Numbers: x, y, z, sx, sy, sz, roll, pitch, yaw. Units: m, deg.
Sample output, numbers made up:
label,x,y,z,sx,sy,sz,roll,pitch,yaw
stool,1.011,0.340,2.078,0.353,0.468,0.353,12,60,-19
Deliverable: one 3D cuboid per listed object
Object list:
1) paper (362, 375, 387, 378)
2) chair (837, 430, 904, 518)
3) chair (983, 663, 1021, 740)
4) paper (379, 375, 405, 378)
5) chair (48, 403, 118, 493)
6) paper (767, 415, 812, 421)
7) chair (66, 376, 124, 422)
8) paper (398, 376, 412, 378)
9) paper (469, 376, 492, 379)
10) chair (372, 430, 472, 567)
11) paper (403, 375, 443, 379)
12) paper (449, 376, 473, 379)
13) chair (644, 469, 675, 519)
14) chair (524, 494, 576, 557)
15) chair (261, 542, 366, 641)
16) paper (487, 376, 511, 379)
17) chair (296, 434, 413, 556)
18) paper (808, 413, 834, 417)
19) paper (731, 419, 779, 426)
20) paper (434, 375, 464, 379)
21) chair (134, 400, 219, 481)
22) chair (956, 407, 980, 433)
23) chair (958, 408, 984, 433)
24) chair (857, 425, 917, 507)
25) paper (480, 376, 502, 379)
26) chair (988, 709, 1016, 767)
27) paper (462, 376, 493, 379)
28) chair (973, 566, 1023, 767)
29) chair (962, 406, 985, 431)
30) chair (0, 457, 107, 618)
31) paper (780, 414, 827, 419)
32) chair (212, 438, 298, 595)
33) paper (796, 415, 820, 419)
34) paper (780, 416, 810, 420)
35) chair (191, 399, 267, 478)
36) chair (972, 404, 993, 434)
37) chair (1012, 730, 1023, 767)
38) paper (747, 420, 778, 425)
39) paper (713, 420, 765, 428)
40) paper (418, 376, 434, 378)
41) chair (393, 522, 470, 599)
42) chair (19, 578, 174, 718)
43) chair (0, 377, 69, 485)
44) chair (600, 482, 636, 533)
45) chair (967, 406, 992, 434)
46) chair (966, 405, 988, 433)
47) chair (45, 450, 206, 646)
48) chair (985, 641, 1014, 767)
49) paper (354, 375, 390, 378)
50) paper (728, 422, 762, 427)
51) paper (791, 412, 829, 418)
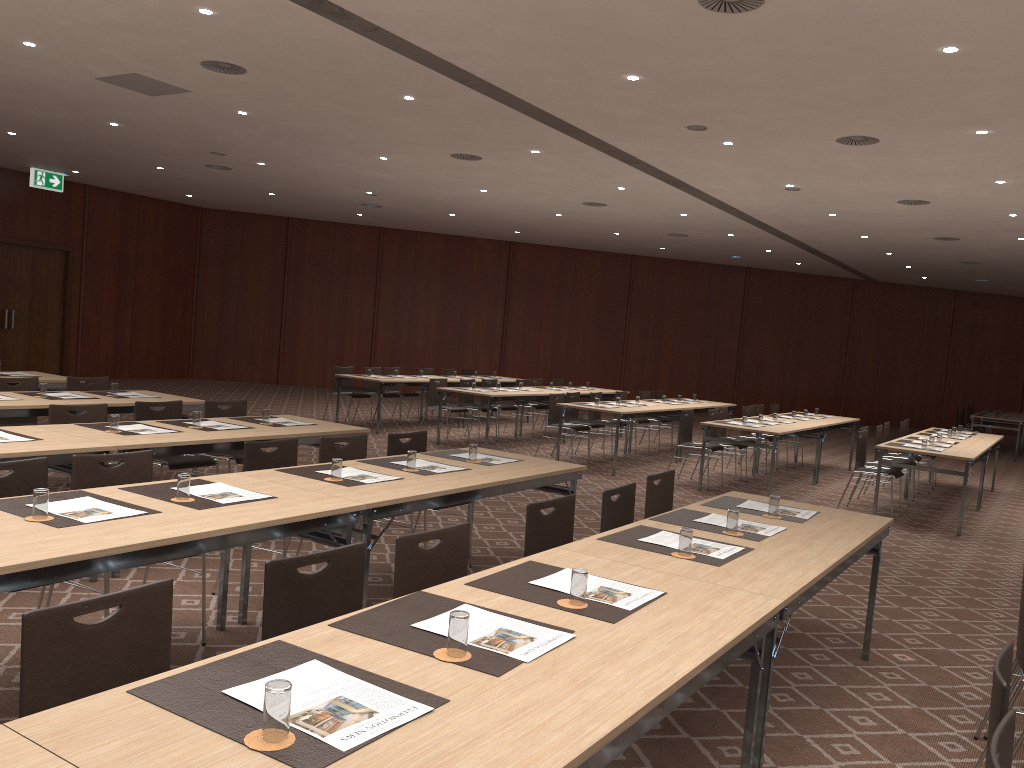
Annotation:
label,x,y,z,sx,sy,sz,roll,pitch,yaw
paper,-2.152,-0.115,14.097,0.398,0.006,0.283,7,4,33
chair,4.122,1.020,10.120,0.613,0.940,0.535,7,4,34
chair,2.654,1.233,4.185,0.613,0.940,0.535,7,4,34
paper,-1.915,-0.123,14.652,0.565,0.003,0.460,7,4,35
chair,-3.014,0.626,6.309,0.613,0.940,0.535,7,4,34
paper,3.993,0.488,12.821,0.565,0.003,0.460,7,4,31
chair,-4.024,0.410,8.569,0.613,0.940,0.535,7,4,33
paper,-1.822,-0.119,14.654,0.398,0.006,0.283,7,4,30
paper,-0.587,-0.123,16.576,0.398,0.006,0.283,7,4,29
chair,-0.650,0.828,6.322,0.613,0.940,0.535,7,4,33
paper,-1.532,-0.122,15.205,0.565,0.003,0.460,7,4,32
paper,-0.932,-0.120,16.001,0.398,0.006,0.283,7,4,33
chair,1.015,1.024,5.377,0.613,0.940,0.535,7,4,31
chair,0.287,1.031,4.168,0.613,0.940,0.535,7,4,34
chair,-0.545,1.034,2.860,0.613,0.940,0.535,7,4,35
paper,-0.244,-0.124,17.115,0.398,0.006,0.283,7,4,34
chair,-1.017,0.825,5.822,0.613,0.940,0.535,7,4,34
paper,4.817,0.492,13.918,0.398,0.006,0.283,7,4,32
paper,3.137,0.492,11.467,0.565,0.003,0.460,7,4,33
paper,-1.042,-0.125,16.003,0.565,0.003,0.460,7,4,34
chair,-2.689,0.616,6.962,0.613,0.940,0.535,7,4,31
chair,9.862,0.988,19.309,0.613,0.940,0.535,7,4,29
chair,9.576,1.001,18.644,0.613,0.940,0.535,7,4,34
chair,4.802,1.013,11.269,0.613,0.940,0.535,7,4,29
paper,-0.322,-0.125,17.089,0.565,0.003,0.460,7,4,33
chair,1.154,1.239,1.825,0.613,0.940,0.535,7,4,32
paper,-0.668,-0.125,16.555,0.565,0.003,0.460,7,4,33
chair,2.338,1.230,3.751,0.613,0.940,0.535,7,4,30
chair,10.220,0.991,19.790,0.613,0.940,0.535,7,4,33
chair,-2.203,0.829,3.958,0.613,0.940,0.535,7,4,30
paper,4.383,0.491,13.359,0.565,0.003,0.460,7,4,36
chair,-1.361,0.822,5.346,0.613,0.940,0.535,7,4,31
paper,4.457,0.493,13.369,0.398,0.006,0.283,7,4,34
paper,4.092,0.492,12.839,0.398,0.006,0.283,7,4,32
chair,-2.328,0.618,7.466,0.613,0.940,0.535,7,4,34
chair,11.449,0.986,21.723,0.613,0.940,0.535,7,4,30
chair,1.991,1.240,3.064,0.613,0.940,0.535,7,4,33
paper,3.220,0.495,11.476,0.398,0.006,0.283,7,4,31
paper,2.787,0.493,10.916,0.565,0.003,0.460,7,4,32
paper,-1.467,-0.120,15.210,0.398,0.006,0.283,7,4,35
chair,-0.200,1.037,3.324,0.613,0.940,0.535,7,4,34
chair,-0.964,1.032,2.265,0.613,0.940,0.535,7,4,30
chair,-4.356,0.420,7.905,0.613,0.940,0.535,7,4,30
chair,0.681,1.034,4.710,0.613,0.940,0.535,7,4,30
chair,10.818,0.996,20.597,0.613,0.940,0.535,7,4,31
chair,11.094,0.983,21.246,0.613,0.940,0.535,7,4,29
chair,-1.912,0.828,4.415,0.613,0.940,0.535,7,4,34
chair,1.448,1.234,2.352,0.613,0.940,0.535,7,4,31
paper,-2.220,-0.118,14.117,0.565,0.003,0.460,7,4,30
paper,2.863,0.496,10.916,0.398,0.006,0.283,7,4,31
paper,4.709,0.486,13.925,0.565,0.003,0.460,7,4,32
